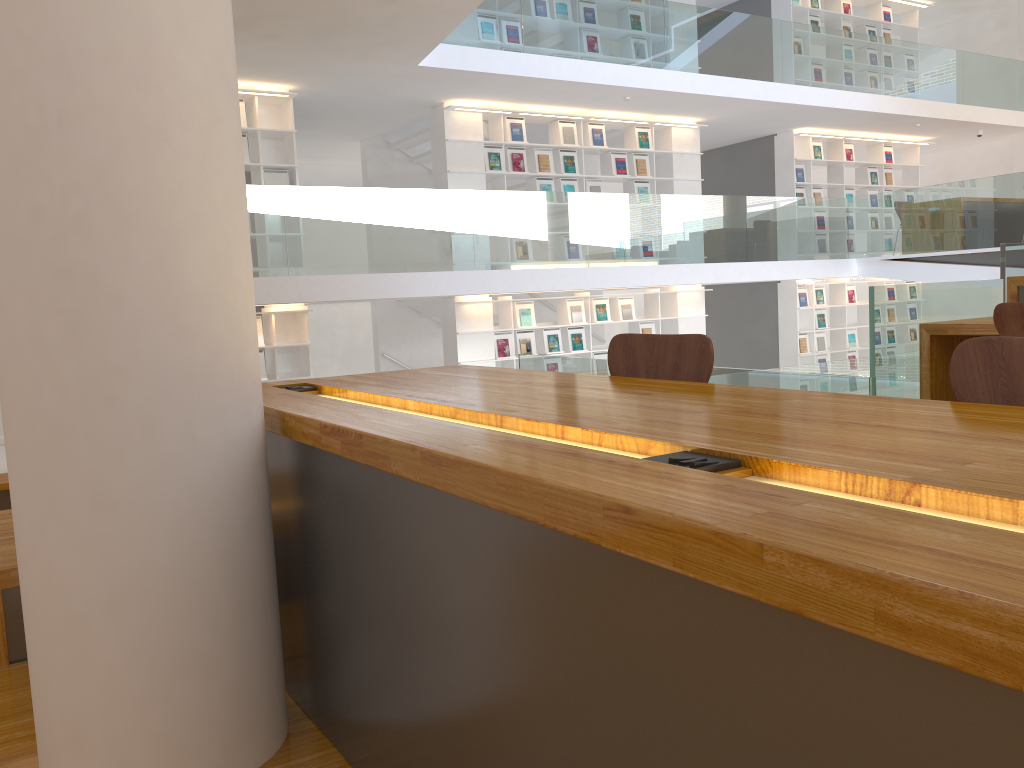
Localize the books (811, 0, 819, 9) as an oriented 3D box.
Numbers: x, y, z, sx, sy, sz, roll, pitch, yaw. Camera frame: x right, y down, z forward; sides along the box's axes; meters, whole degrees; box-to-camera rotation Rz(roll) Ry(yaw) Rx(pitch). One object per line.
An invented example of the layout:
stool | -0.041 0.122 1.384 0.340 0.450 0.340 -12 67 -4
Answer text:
books | 4.230 -5.313 12.385 0.145 0.210 0.037 -6 6 -31

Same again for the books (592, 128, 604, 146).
books | 1.018 -2.916 10.495 0.145 0.210 0.037 -6 6 -31

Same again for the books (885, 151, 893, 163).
books | 5.697 -3.408 13.403 0.145 0.210 0.037 -6 6 -31

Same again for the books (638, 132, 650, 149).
books | 1.615 -2.979 10.856 0.145 0.210 0.037 -6 6 -31

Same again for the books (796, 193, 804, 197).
books | 4.048 -2.576 12.444 0.145 0.210 0.037 -6 6 -31

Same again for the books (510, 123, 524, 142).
books | 0.057 -2.811 9.913 0.145 0.210 0.037 -6 6 -31

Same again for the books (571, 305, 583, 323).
books | 0.764 -0.820 10.472 0.145 0.210 0.037 -6 6 -31

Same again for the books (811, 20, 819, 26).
books | 4.245 -4.981 12.412 0.145 0.210 0.037 -6 6 -31

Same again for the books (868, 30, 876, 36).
books | 5.309 -5.100 13.059 0.145 0.210 0.037 -6 6 -31

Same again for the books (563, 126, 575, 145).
books | 0.661 -2.875 10.278 0.145 0.210 0.037 -6 6 -31

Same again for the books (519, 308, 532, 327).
books | 0.158 -0.754 10.106 0.145 0.210 0.037 -6 6 -31

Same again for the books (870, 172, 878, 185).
books | 5.414 -3.062 13.253 0.145 0.210 0.037 -6 6 -31

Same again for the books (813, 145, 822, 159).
books | 4.336 -3.275 12.579 0.145 0.210 0.037 -6 6 -31

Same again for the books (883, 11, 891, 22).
books | 5.591 -5.446 13.209 0.145 0.210 0.037 -6 6 -31

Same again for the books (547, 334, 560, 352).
books | 0.485 -0.471 10.329 0.145 0.210 0.037 -6 6 -31

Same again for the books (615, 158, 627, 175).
books | 1.318 -2.620 10.700 0.145 0.210 0.037 -6 6 -31

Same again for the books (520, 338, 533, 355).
books | 0.161 -0.414 10.144 0.145 0.210 0.037 -6 6 -31

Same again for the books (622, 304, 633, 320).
books | 1.413 -0.871 10.866 0.145 0.210 0.037 -6 6 -31

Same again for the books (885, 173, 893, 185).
books | 5.713 -3.095 13.433 0.145 0.210 0.037 -6 6 -31

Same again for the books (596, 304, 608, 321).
books | 1.080 -0.854 10.663 0.145 0.210 0.037 -6 6 -31

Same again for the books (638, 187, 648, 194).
books | 1.619 -2.317 10.900 0.145 0.210 0.037 -6 6 -31

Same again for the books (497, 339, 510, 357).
books | -0.095 -0.400 9.977 0.145 0.210 0.037 -6 6 -31

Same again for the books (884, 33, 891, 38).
books | 5.607 -5.133 13.239 0.145 0.210 0.037 -6 6 -31

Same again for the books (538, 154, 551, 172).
books | 0.367 -2.513 10.125 0.145 0.210 0.037 -6 6 -31

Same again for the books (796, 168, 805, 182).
books | 4.037 -2.913 12.416 0.145 0.210 0.037 -6 6 -31

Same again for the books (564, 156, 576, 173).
books | 0.672 -2.546 10.306 0.145 0.210 0.037 -6 6 -31

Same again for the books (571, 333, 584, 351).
books | 0.775 -0.491 10.500 0.145 0.210 0.037 -6 6 -31

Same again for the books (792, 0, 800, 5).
books | 3.888 -5.280 12.178 0.145 0.210 0.037 -6 6 -31

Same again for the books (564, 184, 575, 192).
books | 0.674 -2.217 10.332 0.145 0.210 0.037 -6 6 -31

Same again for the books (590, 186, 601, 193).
books | 0.999 -2.245 10.526 0.145 0.210 0.037 -6 6 -31

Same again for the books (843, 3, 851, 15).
books | 4.817 -5.361 12.741 0.145 0.210 0.037 -6 6 -31

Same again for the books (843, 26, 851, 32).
books | 4.829 -5.043 12.765 0.145 0.210 0.037 -6 6 -31

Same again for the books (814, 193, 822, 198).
books | 4.360 -2.621 12.636 0.145 0.210 0.037 -6 6 -31

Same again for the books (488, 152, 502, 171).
books | -0.189 -2.450 9.791 0.145 0.210 0.037 -6 6 -31

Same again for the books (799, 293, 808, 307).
books | 4.133 -1.188 12.584 0.145 0.210 0.037 -6 6 -31

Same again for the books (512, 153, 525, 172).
books | 0.071 -2.482 9.946 0.145 0.210 0.037 -6 6 -31

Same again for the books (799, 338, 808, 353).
books | 4.150 -0.548 12.639 0.145 0.210 0.037 -6 6 -31

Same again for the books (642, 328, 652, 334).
books | 1.691 -0.592 11.057 0.145 0.210 0.037 -6 6 -31

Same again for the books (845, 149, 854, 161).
books | 4.922 -3.323 12.935 0.145 0.210 0.037 -6 6 -31

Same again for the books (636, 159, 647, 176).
books | 1.587 -2.647 10.863 0.145 0.210 0.037 -6 6 -31

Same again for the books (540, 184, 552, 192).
books | 0.399 -2.184 10.162 0.145 0.210 0.037 -6 6 -31

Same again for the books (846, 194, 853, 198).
books | 4.956 -2.682 12.996 0.145 0.210 0.037 -6 6 -31
